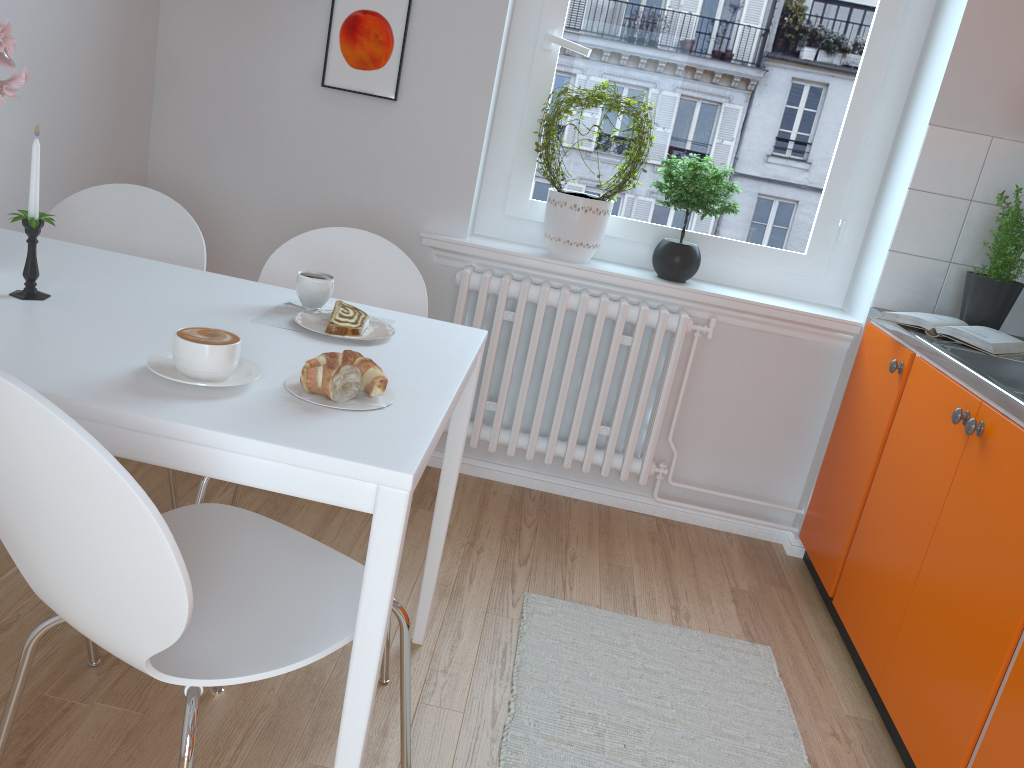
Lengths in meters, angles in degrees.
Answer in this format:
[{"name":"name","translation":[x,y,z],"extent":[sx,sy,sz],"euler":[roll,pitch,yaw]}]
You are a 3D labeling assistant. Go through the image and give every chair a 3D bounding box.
[{"name":"chair","translation":[-1.058,0.188,1.431],"extent":[0.506,0.869,0.643],"euler":[14,17,7]},{"name":"chair","translation":[-0.457,0.108,2.082],"extent":[0.502,0.869,0.649],"euler":[9,17,-7]},{"name":"chair","translation":[-1.042,-0.009,2.091],"extent":[0.504,0.869,0.647],"euler":[11,16,-3]},{"name":"chair","translation":[-0.464,0.342,1.309],"extent":[0.511,0.869,0.638],"euler":[20,18,26]}]

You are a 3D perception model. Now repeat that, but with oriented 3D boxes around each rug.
[{"name":"rug","translation":[0.291,0.862,1.583],"extent":[0.678,0.009,1.679],"euler":[12,17,2]}]

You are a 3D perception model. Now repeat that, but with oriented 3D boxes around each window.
[{"name":"window","translation":[0.676,-1.291,2.754],"extent":[1.283,1.926,0.110],"euler":[12,16,3]}]

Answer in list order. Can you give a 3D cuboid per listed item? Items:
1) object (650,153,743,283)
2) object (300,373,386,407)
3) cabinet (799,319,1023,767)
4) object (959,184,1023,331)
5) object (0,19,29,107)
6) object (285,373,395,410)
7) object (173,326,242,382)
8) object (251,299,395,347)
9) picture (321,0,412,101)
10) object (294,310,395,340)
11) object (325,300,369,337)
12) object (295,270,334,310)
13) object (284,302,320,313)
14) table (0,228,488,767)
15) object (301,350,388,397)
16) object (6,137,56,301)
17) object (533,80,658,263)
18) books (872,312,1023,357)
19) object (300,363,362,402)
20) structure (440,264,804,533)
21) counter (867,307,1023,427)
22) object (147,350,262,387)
[{"name":"object","translation":[0.567,-0.536,2.860],"extent":[0.268,0.406,0.314],"euler":[-1,20,-36]},{"name":"object","translation":[-0.258,0.009,1.350],"extent":[0.121,0.005,0.121],"euler":[6,17,-17]},{"name":"cabinet","translation":[1.346,-0.038,1.136],"extent":[0.702,2.345,3.118],"euler":[12,17,2]},{"name":"object","translation":[1.391,-0.344,2.516],"extent":[0.158,0.432,0.189],"euler":[19,18,25]},{"name":"object","translation":[-0.926,-0.465,1.481],"extent":[0.182,0.579,0.176],"euler":[20,19,28]},{"name":"object","translation":[-0.262,0.010,1.353],"extent":[0.164,0.005,0.169],"euler":[-5,23,-42]},{"name":"object","translation":[-0.446,-0.044,1.289],"extent":[0.099,0.064,0.094],"euler":[13,17,6]},{"name":"object","translation":[-0.361,-0.124,1.728],"extent":[0.228,0.003,0.228],"euler":[12,17,3]},{"name":"picture","translation":[-0.455,-1.073,2.771],"extent":[0.245,0.322,0.017],"euler":[12,16,3]},{"name":"object","translation":[-0.319,-0.109,1.690],"extent":[0.191,0.012,0.192],"euler":[11,17,0]},{"name":"object","translation":[-0.308,-0.122,1.683],"extent":[0.074,0.043,0.128],"euler":[10,17,-5]},{"name":"object","translation":[-0.396,-0.186,1.788],"extent":[0.082,0.070,0.077],"euler":[-1,21,-36]},{"name":"object","translation":[-0.413,-0.154,1.749],"extent":[0.027,0.027,0.132],"euler":[-1,21,-36]},{"name":"table","translation":[-0.783,0.228,1.650],"extent":[1.275,0.770,0.834],"euler":[12,17,3]},{"name":"object","translation":[-0.250,-0.021,1.359],"extent":[0.131,0.059,0.070],"euler":[12,17,3]},{"name":"object","translation":[-0.801,-0.291,1.481],"extent":[0.078,0.297,0.080],"euler":[-5,23,-45]},{"name":"object","translation":[0.239,-0.686,2.851],"extent":[0.382,0.573,0.219],"euler":[7,17,-16]},{"name":"books","translation":[1.211,-0.150,2.438],"extent":[0.228,0.040,0.348],"euler":[-4,22,-40]},{"name":"object","translation":[-0.268,-0.009,1.309],"extent":[0.075,0.059,0.060],"euler":[18,18,23]},{"name":"structure","translation":[0.577,0.085,2.937],"extent":[1.658,0.659,0.206],"euler":[12,16,3]},{"name":"counter","translation":[1.295,0.299,1.236],"extent":[0.679,0.132,3.117],"euler":[12,17,2]},{"name":"object","translation":[-0.449,-0.017,1.297],"extent":[0.162,0.020,0.159],"euler":[16,17,17]}]
